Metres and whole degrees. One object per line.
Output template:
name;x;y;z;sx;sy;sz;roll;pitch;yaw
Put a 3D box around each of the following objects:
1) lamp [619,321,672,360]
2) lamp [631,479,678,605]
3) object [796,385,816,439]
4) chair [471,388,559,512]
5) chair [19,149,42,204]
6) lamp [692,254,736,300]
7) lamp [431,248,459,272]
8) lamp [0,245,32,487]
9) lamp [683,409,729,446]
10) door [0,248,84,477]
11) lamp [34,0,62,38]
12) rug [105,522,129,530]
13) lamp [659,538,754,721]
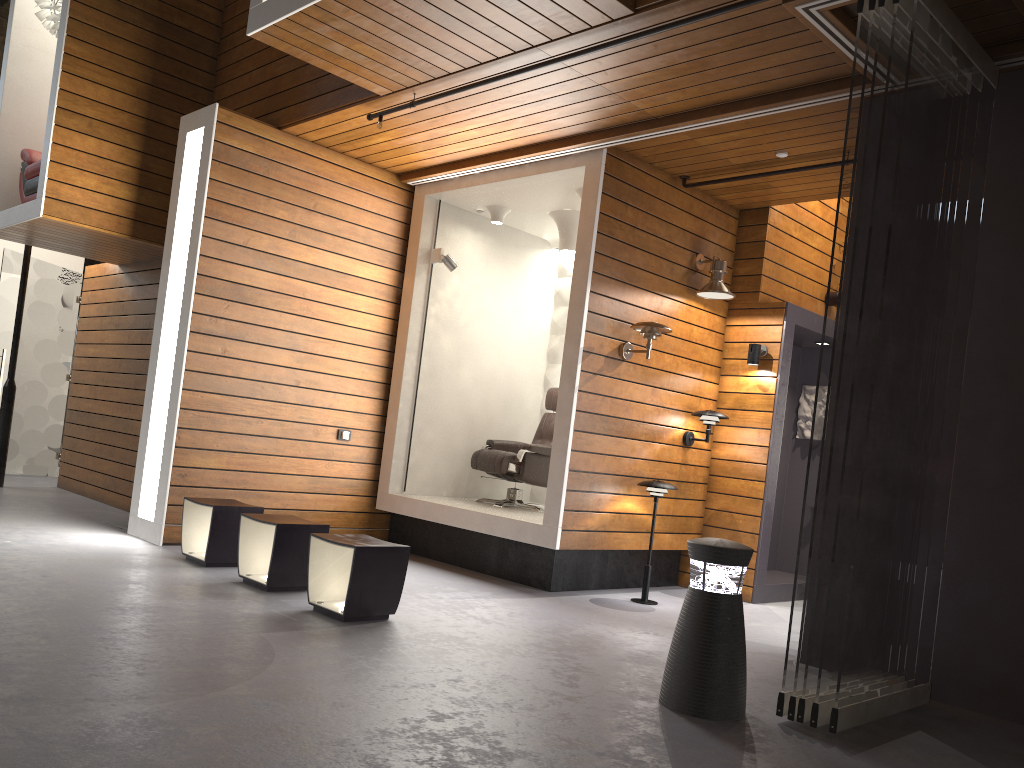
lamp;0.923;-0.298;6.099;0.289;0.270;0.351;9;-4;-45
lamp;0.971;1.092;6.176;0.287;0.861;0.288;6;-2;31
object;2.710;0.255;7.812;0.049;0.477;0.379;8;-2;-45
chair;0.155;0.512;7.511;0.827;1.070;0.754;8;-2;-30
chair;-3.478;-1.788;7.455;0.956;0.936;1.198;9;-4;-45
lamp;1.520;-0.821;6.641;0.295;0.331;0.345;9;-3;-43
lamp;-0.554;-1.015;7.241;0.248;0.188;0.130;6;-2;14
lamp;-4.721;-0.412;8.428;0.630;2.944;0.630;7;-1;-4
lamp;1.476;0.338;6.724;0.289;0.296;0.326;9;-4;-45
door;-5.090;-0.155;9.402;0.146;2.301;1.288;7;-2;8
lamp;-3.546;-3.710;7.265;0.511;1.772;0.488;7;-1;9
rug;-2.443;1.185;7.265;0.539;0.014;1.583;3;-6;45
lamp;0.821;0.982;3.644;0.349;0.695;0.347;8;-2;-39
